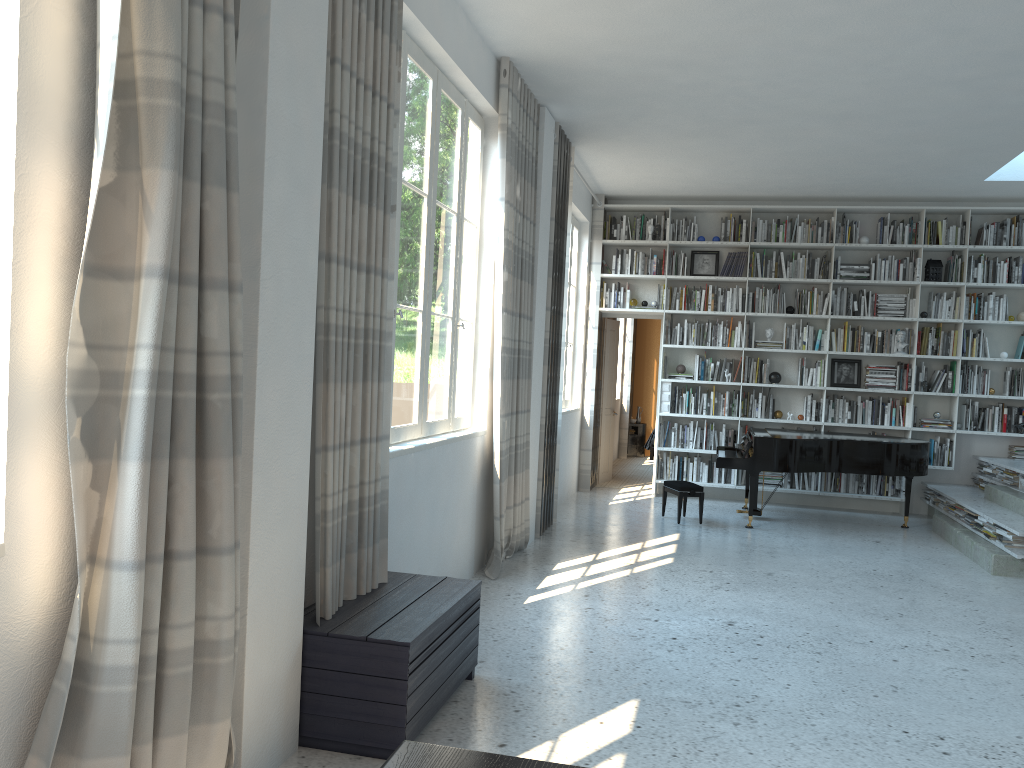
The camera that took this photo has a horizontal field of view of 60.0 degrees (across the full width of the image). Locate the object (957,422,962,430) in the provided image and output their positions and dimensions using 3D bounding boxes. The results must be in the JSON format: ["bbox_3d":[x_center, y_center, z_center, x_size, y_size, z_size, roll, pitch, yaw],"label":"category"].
[{"bbox_3d":[4.535,0.427,9.007,0.071,0.072,0.071,2,2,-28],"label":"object"}]

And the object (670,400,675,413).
[{"bbox_3d":[1.727,0.244,9.540,0.045,0.146,0.045,1,2,-38],"label":"object"}]

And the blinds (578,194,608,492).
[{"bbox_3d":[0.943,-0.441,9.982,0.140,3.232,0.776,3,2,13],"label":"blinds"}]

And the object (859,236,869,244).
[{"bbox_3d":[3.634,-1.475,9.156,0.105,0.106,0.104,3,2,-9],"label":"object"}]

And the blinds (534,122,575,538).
[{"bbox_3d":[0.309,-0.415,7.263,0.140,3.232,0.776,3,2,13],"label":"blinds"}]

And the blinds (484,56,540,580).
[{"bbox_3d":[0.013,-0.422,5.965,0.183,3.263,1.025,3,2,12],"label":"blinds"}]

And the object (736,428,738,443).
[{"bbox_3d":[2.423,0.578,9.553,0.017,0.290,0.089,3,2,13],"label":"object"}]

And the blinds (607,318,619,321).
[{"bbox_3d":[1.211,-0.452,11.129,0.140,3.232,0.776,3,2,13],"label":"blinds"}]

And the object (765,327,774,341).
[{"bbox_3d":[2.737,-0.531,9.430,0.095,0.157,0.121,4,2,27],"label":"object"}]

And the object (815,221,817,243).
[{"bbox_3d":[3.183,-1.571,9.305,0.010,0.247,0.157,3,2,13],"label":"object"}]

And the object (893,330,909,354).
[{"bbox_3d":[3.952,-0.421,9.007,0.137,0.244,0.138,2,2,-21],"label":"object"}]

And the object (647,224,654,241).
[{"bbox_3d":[1.490,-1.621,9.549,0.067,0.198,0.067,2,2,-34],"label":"object"}]

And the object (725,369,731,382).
[{"bbox_3d":[2.282,-0.090,9.382,0.081,0.140,0.044,3,2,-3],"label":"object"}]

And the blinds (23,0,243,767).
[{"bbox_3d":[-0.880,-0.279,2.070,0.359,3.054,0.845,3,2,17],"label":"blinds"}]

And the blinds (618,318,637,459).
[{"bbox_3d":[1.845,-0.478,13.848,0.140,3.232,0.776,3,2,13],"label":"blinds"}]

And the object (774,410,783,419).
[{"bbox_3d":[2.828,0.325,9.417,0.091,0.092,0.091,3,2,-9],"label":"object"}]

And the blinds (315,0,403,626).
[{"bbox_3d":[-0.585,-0.396,3.350,0.132,3.263,0.722,3,2,12],"label":"blinds"}]

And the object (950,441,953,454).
[{"bbox_3d":[4.441,0.703,8.974,0.011,0.260,0.142,3,2,13],"label":"object"}]

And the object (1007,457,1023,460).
[{"bbox_3d":[5.181,0.754,8.881,0.345,0.007,0.193,3,1,8],"label":"object"}]

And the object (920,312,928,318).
[{"bbox_3d":[4.174,-0.699,8.985,0.071,0.072,0.071,2,2,-28],"label":"object"}]

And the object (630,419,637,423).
[{"bbox_3d":[1.898,0.586,13.909,0.118,0.061,0.118,3,1,21],"label":"object"}]

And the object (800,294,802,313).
[{"bbox_3d":[3.041,-0.834,9.363,0.010,0.225,0.142,3,2,13],"label":"object"}]

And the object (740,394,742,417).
[{"bbox_3d":[2.458,0.225,9.516,0.012,0.254,0.161,3,2,13],"label":"object"}]

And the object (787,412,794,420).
[{"bbox_3d":[2.930,0.332,9.326,0.060,0.095,0.078,4,2,30],"label":"object"}]

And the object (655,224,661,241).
[{"bbox_3d":[1.569,-1.617,9.531,0.067,0.198,0.067,2,2,-34],"label":"object"}]

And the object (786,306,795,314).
[{"bbox_3d":[2.928,-0.774,9.339,0.097,0.098,0.097,2,2,-28],"label":"object"}]

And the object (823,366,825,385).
[{"bbox_3d":[3.272,-0.080,9.336,0.017,0.216,0.103,3,2,13],"label":"object"}]

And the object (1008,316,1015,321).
[{"bbox_3d":[4.990,-0.650,8.869,0.068,0.068,0.068,3,2,-9],"label":"object"}]

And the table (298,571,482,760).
[{"bbox_3d":[-0.497,1.040,3.434,0.523,0.415,0.925,3,1,13],"label":"table"}]

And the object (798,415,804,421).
[{"bbox_3d":[3.036,0.352,9.325,0.061,0.062,0.061,2,2,-28],"label":"object"}]

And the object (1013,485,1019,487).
[{"bbox_3d":[4.612,0.916,8.055,0.145,0.010,0.266,3,1,9],"label":"object"}]

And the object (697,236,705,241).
[{"bbox_3d":[2.036,-1.550,9.538,0.082,0.083,0.082,3,2,-9],"label":"object"}]

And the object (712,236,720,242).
[{"bbox_3d":[2.189,-1.541,9.502,0.082,0.083,0.082,3,2,-9],"label":"object"}]

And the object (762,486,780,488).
[{"bbox_3d":[2.728,1.087,9.466,0.254,0.007,0.161,3,1,16],"label":"object"}]

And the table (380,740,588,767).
[{"bbox_3d":[0.088,0.975,0.239,1.086,0.736,2.198,3,1,13],"label":"table"}]

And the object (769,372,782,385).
[{"bbox_3d":[2.790,-0.064,9.407,0.134,0.135,0.133,2,2,-28],"label":"object"}]

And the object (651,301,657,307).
[{"bbox_3d":[1.551,-0.872,9.663,0.071,0.072,0.071,3,2,-9],"label":"object"}]

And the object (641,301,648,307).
[{"bbox_3d":[1.452,-0.877,9.706,0.071,0.072,0.071,3,2,-9],"label":"object"}]

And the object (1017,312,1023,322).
[{"bbox_3d":[5.108,-0.666,8.865,0.111,0.113,0.111,3,2,-9],"label":"object"}]

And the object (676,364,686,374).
[{"bbox_3d":[1.835,-0.160,9.628,0.105,0.106,0.105,3,2,-9],"label":"object"}]

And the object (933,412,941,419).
[{"bbox_3d":[4.303,0.315,8.977,0.071,0.072,0.071,2,2,-28],"label":"object"}]

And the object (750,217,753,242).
[{"bbox_3d":[2.548,-1.624,9.455,0.012,0.285,0.159,3,2,13],"label":"object"}]

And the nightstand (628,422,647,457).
[{"bbox_3d":[1.788,0.868,14.020,0.650,0.518,0.430,3,2,16],"label":"nightstand"}]

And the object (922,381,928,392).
[{"bbox_3d":[4.163,0.024,8.942,0.054,0.113,0.079,3,2,12],"label":"object"}]

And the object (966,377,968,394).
[{"bbox_3d":[4.612,-0.033,9.019,0.007,0.266,0.135,3,2,13],"label":"object"}]

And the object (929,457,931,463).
[{"bbox_3d":[4.198,0.773,8.998,0.094,0.095,0.093,2,2,-28],"label":"object"}]

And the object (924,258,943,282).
[{"bbox_3d":[4.271,-1.144,8.982,0.135,0.248,0.135,3,2,3],"label":"object"}]

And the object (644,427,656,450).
[{"bbox_3d":[2.700,0.725,12.857,1.481,0.541,1.450,3,1,12],"label":"object"}]

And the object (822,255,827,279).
[{"bbox_3d":[3.234,-1.201,9.154,0.075,0.255,0.075,3,2,-8],"label":"object"}]

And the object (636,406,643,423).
[{"bbox_3d":[2.000,0.486,13.984,0.091,0.268,0.091,2,2,-31],"label":"object"}]

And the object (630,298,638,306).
[{"bbox_3d":[1.329,-0.891,9.685,0.087,0.088,0.086,2,2,-28],"label":"object"}]

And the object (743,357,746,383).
[{"bbox_3d":[2.490,-0.149,9.513,0.012,0.270,0.130,3,2,13],"label":"object"}]

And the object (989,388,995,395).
[{"bbox_3d":[4.826,0.077,8.936,0.071,0.072,0.071,2,2,-28],"label":"object"}]

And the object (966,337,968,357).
[{"bbox_3d":[4.598,-0.372,8.998,0.013,0.208,0.140,3,2,13],"label":"object"}]

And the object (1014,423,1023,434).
[{"bbox_3d":[5.034,0.438,8.739,0.160,0.114,0.064,3,2,1],"label":"object"}]

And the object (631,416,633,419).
[{"bbox_3d":[1.864,0.560,14.034,0.106,0.103,0.106,3,2,21],"label":"object"}]

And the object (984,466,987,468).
[{"bbox_3d":[4.823,0.831,8.910,0.135,0.011,0.221,3,1,17],"label":"object"}]

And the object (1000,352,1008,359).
[{"bbox_3d":[4.921,-0.287,8.870,0.071,0.072,0.071,2,2,-28],"label":"object"}]

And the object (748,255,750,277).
[{"bbox_3d":[2.529,-1.242,9.467,0.012,0.254,0.161,3,2,13],"label":"object"}]
